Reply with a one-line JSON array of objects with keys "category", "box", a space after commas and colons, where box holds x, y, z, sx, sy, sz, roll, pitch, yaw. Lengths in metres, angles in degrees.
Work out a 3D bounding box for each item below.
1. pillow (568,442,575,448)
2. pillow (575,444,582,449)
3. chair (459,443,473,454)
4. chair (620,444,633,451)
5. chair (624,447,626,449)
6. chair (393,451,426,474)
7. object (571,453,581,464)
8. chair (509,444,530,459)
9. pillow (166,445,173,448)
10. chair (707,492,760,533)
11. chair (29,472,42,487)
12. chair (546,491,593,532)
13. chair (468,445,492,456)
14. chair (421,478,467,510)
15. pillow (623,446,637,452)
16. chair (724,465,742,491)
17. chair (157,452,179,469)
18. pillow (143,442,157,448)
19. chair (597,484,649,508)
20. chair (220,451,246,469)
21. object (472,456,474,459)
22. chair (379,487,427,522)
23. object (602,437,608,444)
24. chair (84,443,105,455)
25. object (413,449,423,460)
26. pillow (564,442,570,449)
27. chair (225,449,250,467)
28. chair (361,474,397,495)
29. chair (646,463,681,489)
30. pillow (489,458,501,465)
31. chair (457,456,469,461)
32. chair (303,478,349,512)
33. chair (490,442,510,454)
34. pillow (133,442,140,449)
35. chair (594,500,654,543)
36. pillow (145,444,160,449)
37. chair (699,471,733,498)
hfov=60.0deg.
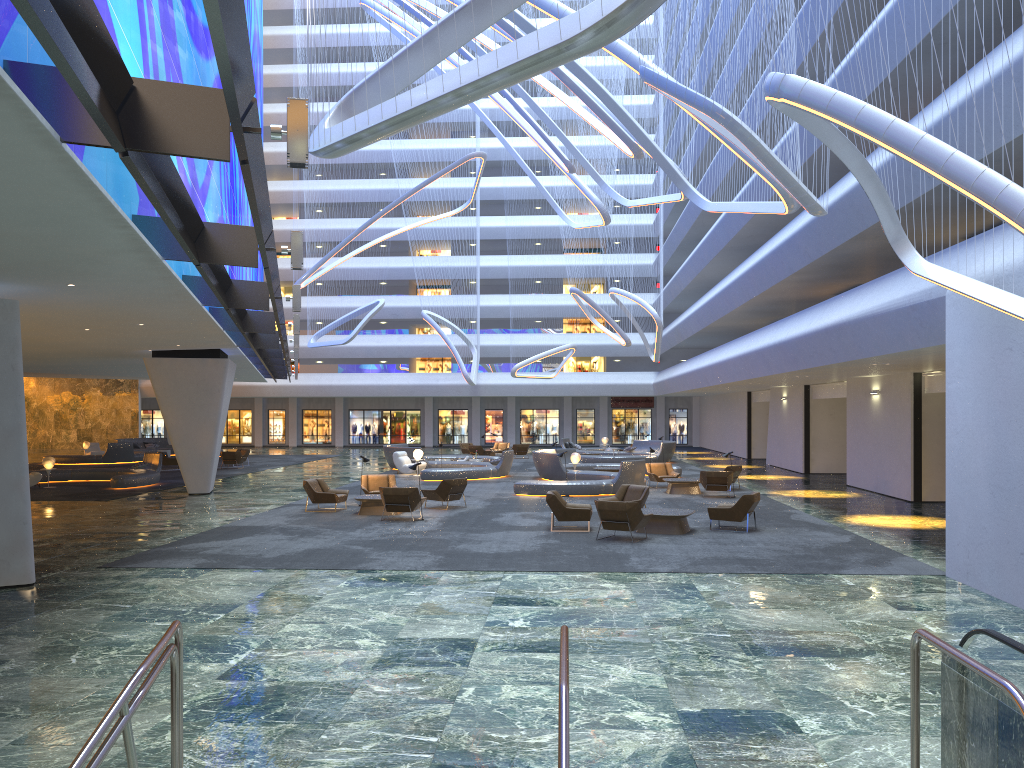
[{"category": "pillow", "box": [3.237, 3.292, 47.844, 0.315, 0.386, 0.785, 0, -1, 19]}, {"category": "pillow", "box": [3.462, 3.392, 48.122, 0.874, 0.280, 0.684, -2, -2, 41]}, {"category": "chair", "box": [-2.271, 3.521, 47.051, 0.929, 0.766, 0.939, 1, -1, -43]}, {"category": "chair", "box": [6.142, 3.465, 45.727, 0.939, 0.766, 0.929, -1, -1, 37]}, {"category": "chair", "box": [6.706, 3.536, 48.013, 0.939, 0.766, 0.929, 1, -1, -37]}, {"category": "chair", "box": [-3.968, 3.064, 34.392, 1.157, 0.882, 0.729, -1, -1, 23]}, {"category": "object", "box": [2.211, 2.571, 30.751, 0.367, 0.387, 0.318, 0, -1, 11]}, {"category": "chair", "box": [0.402, 3.477, 45.802, 0.929, 0.766, 0.939, 0, -1, -18]}, {"category": "pillow", "box": [-19.207, 3.529, 49.941, 0.443, 0.207, 0.445, 0, -1, -10]}, {"category": "chair", "box": [4.527, 2.588, 18.057, 0.939, 0.766, 0.929, -1, -1, 28]}, {"category": "chair", "box": [-15.770, 2.893, 28.404, 1.157, 0.882, 0.729, 1, -1, -42]}, {"category": "chair", "box": [1.177, 2.596, 18.129, 0.938, 0.766, 0.930, 0, -1, 5]}, {"category": "chair", "box": [-1.641, 3.432, 44.298, 0.929, 0.766, 0.939, -1, -1, 45]}, {"category": "chair", "box": [-1.655, 2.730, 22.200, 0.939, 0.766, 0.929, -1, -1, 37]}, {"category": "pillow", "box": [5.906, 3.247, 44.384, 0.692, 0.262, 0.877, 1, -2, -34]}, {"category": "chair", "box": [6.543, 2.879, 27.326, 0.939, 0.766, 0.929, -1, -1, 37]}, {"category": "chair", "box": [-14.405, 3.230, 37.244, 0.939, 0.766, 0.929, 0, -1, -25]}, {"category": "pillow", "box": [-20.184, 3.409, 49.485, 0.775, 0.366, 0.317, 1, -2, -45]}, {"category": "chair", "box": [2.500, 2.640, 19.581, 0.939, 0.766, 0.929, 1, -1, -35]}, {"category": "chair", "box": [-11.974, 3.249, 37.966, 0.929, 0.766, 0.939, 0, -1, 2]}, {"category": "object", "box": [-1.671, 3.156, 38.203, 0.071, 0.118, 0.151, 0, -1, 14]}, {"category": "chair", "box": [-2.459, 2.655, 19.794, 0.929, 0.766, 0.939, 0, -1, 10]}, {"category": "object", "box": [5.238, 3.183, 49.897, 0.367, 0.387, 0.318, 0, -1, -14]}, {"category": "chair", "box": [-21.193, 3.429, 44.976, 0.729, 0.882, 1.157, 1, -1, -42]}, {"category": "object", "box": [-3.553, 2.671, 33.581, 0.367, 0.387, 0.318, 0, -1, -14]}, {"category": "pillow", "box": [3.027, 3.316, 47.823, 0.295, 0.369, 0.769, 0, -1, 16]}, {"category": "chair", "box": [-12.353, 3.311, 39.894, 0.929, 0.766, 0.939, -1, -1, 42]}, {"category": "chair", "box": [-3.452, 2.759, 22.995, 0.929, 0.766, 0.939, 0, -1, -13]}, {"category": "chair", "box": [4.746, 2.908, 28.122, 0.929, 0.766, 0.939, 0, -1, -13]}, {"category": "pillow", "box": [-0.415, 2.896, 33.005, 0.692, 0.262, 0.877, 0, -2, 12]}, {"category": "chair", "box": [-2.599, 3.378, 38.359, 1.785, 0.501, 0.585, 1, -1, -33]}, {"category": "chair", "box": [-4.559, 2.719, 21.682, 0.938, 0.766, 0.930, 0, -1, 12]}, {"category": "chair", "box": [-0.609, 3.532, 47.487, 0.929, 0.766, 0.939, -1, -1, 22]}, {"category": "pillow", "box": [-20.751, 3.379, 48.618, 0.315, 0.386, 0.785, 0, -1, 20]}, {"category": "chair", "box": [2.071, 2.548, 16.662, 0.929, 0.766, 0.939, -1, -1, 30]}, {"category": "pillow", "box": [-20.083, 3.447, 49.316, 0.692, 0.262, 0.877, 0, -2, -6]}, {"category": "chair", "box": [5.739, 2.804, 24.920, 0.929, 0.766, 0.939, 0, -1, 10]}]
